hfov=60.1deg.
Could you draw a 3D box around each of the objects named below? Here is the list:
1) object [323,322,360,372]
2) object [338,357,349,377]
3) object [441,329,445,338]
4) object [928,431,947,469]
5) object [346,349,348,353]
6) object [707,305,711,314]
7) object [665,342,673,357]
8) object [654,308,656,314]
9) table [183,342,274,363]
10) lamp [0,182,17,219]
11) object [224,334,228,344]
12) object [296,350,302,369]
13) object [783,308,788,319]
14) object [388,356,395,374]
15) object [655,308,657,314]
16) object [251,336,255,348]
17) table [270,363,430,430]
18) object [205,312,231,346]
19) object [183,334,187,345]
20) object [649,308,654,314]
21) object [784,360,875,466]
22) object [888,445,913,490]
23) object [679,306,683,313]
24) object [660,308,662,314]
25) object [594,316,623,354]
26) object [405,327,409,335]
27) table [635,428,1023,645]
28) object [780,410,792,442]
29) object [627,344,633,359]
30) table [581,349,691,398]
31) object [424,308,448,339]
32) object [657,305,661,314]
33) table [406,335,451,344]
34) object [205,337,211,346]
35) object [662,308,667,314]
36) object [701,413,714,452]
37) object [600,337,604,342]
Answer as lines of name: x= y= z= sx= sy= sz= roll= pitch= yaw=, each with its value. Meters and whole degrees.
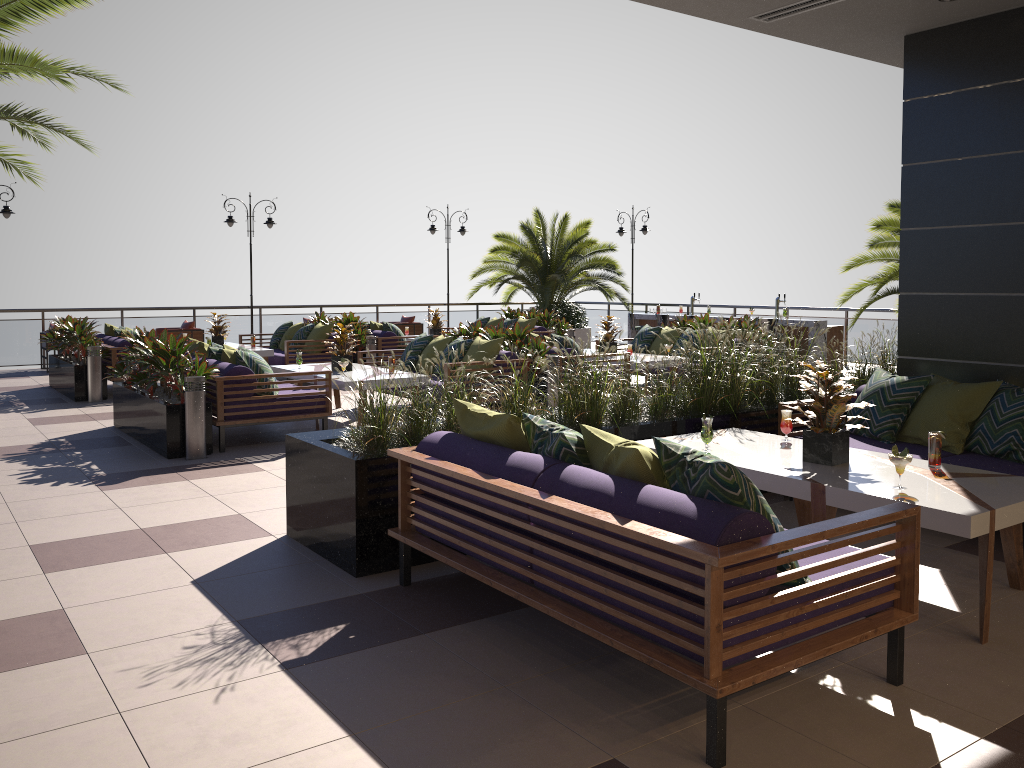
object: x=-1.825 y=-0.404 z=9.555 sx=0.425 sy=0.525 sz=0.432 roll=-1 pitch=5 yaw=-18
object: x=-1.698 y=-0.169 z=8.925 sx=0.106 sy=0.196 sz=0.106 roll=0 pitch=4 yaw=-2
object: x=-1.147 y=-0.818 z=14.752 sx=0.067 sy=0.189 sz=0.085 roll=0 pitch=3 yaw=-5
object: x=2.146 y=0.332 z=4.480 sx=0.067 sy=0.189 sz=0.085 roll=-1 pitch=4 yaw=-10
object: x=-1.908 y=-0.306 z=10.218 sx=0.069 sy=0.180 sz=0.069 roll=0 pitch=3 yaw=-2
object: x=3.625 y=-1.348 z=16.291 sx=0.069 sy=0.210 sz=0.069 roll=2 pitch=4 yaw=38
object: x=2.026 y=-0.451 z=11.442 sx=0.106 sy=0.196 sz=0.106 roll=0 pitch=4 yaw=-2
object: x=2.931 y=-1.446 z=18.077 sx=0.105 sy=0.208 sz=0.106 roll=2 pitch=4 yaw=30
table: x=-4.378 y=-0.277 z=13.245 sx=0.942 sy=0.551 sz=2.043 roll=-4 pitch=7 yaw=-35
lamp: x=-9.015 y=-1.868 z=15.043 sx=1.123 sy=3.317 sz=0.264 roll=-2 pitch=4 yaw=-35
object: x=-4.513 y=-0.729 z=13.924 sx=0.106 sy=0.196 sz=0.106 roll=0 pitch=4 yaw=-2
object: x=-2.361 y=-0.277 z=9.822 sx=0.069 sy=0.210 sz=0.069 roll=3 pitch=4 yaw=43
object: x=4.597 y=-1.187 z=14.907 sx=0.069 sy=0.197 sz=0.082 roll=0 pitch=3 yaw=1
object: x=-1.257 y=-0.202 z=9.244 sx=0.067 sy=0.189 sz=0.085 roll=0 pitch=3 yaw=-5
object: x=2.962 y=-1.431 z=17.942 sx=0.105 sy=0.208 sz=0.106 roll=2 pitch=4 yaw=30
object: x=-3.785 y=-0.615 z=12.940 sx=0.067 sy=0.189 sz=0.085 roll=0 pitch=3 yaw=-5
table: x=-1.804 y=0.131 z=9.597 sx=0.942 sy=0.551 sz=2.043 roll=-4 pitch=7 yaw=-35
object: x=-4.395 y=-0.811 z=13.189 sx=0.430 sy=0.525 sz=0.426 roll=0 pitch=4 yaw=-3
object: x=-5.004 y=-0.679 z=13.547 sx=0.069 sy=0.180 sz=0.069 roll=0 pitch=3 yaw=-2
object: x=2.841 y=-1.438 z=18.005 sx=0.105 sy=0.208 sz=0.106 roll=2 pitch=4 yaw=30
object: x=1.633 y=0.147 z=4.632 sx=0.425 sy=0.525 sz=0.431 roll=-2 pitch=5 yaw=-23
object: x=1.769 y=0.378 z=4.034 sx=0.106 sy=0.196 sz=0.106 roll=0 pitch=4 yaw=-7
object: x=3.221 y=-1.398 z=16.865 sx=0.069 sy=0.180 sz=0.069 roll=2 pitch=4 yaw=27
object: x=2.975 y=-1.417 z=17.819 sx=0.105 sy=0.208 sz=0.106 roll=2 pitch=4 yaw=30
object: x=1.277 y=-0.648 z=11.732 sx=0.430 sy=0.525 sz=0.426 roll=-2 pitch=5 yaw=-23
object: x=-1.866 y=-0.922 z=15.715 sx=0.069 sy=0.180 sz=0.069 roll=3 pitch=5 yaw=43
table: x=1.640 y=0.683 z=4.665 sx=0.942 sy=0.551 sz=2.043 roll=-4 pitch=7 yaw=-35
object: x=1.633 y=0.248 z=5.268 sx=0.069 sy=0.180 sz=0.069 roll=3 pitch=4 yaw=38
object: x=1.474 y=-0.402 z=11.074 sx=0.069 sy=0.180 sz=0.069 roll=3 pitch=5 yaw=43
table: x=1.306 y=-0.114 z=11.785 sx=0.942 sy=0.551 sz=2.043 roll=-4 pitch=7 yaw=-35
object: x=-1.333 y=-1.060 z=15.414 sx=0.425 sy=0.525 sz=0.432 roll=-1 pitch=4 yaw=-8
object: x=2.870 y=-1.457 z=17.355 sx=0.067 sy=0.189 sz=0.085 roll=-1 pitch=4 yaw=-10
table: x=-1.268 y=-0.522 z=15.433 sx=0.942 sy=0.551 sz=2.043 roll=-4 pitch=7 yaw=-35
object: x=-4.277 y=-0.568 z=12.481 sx=0.082 sy=0.197 sz=0.069 roll=0 pitch=3 yaw=6
object: x=3.071 y=-1.423 z=17.872 sx=0.105 sy=0.208 sz=0.106 roll=2 pitch=4 yaw=30
object: x=1.091 y=0.268 z=4.952 sx=0.069 sy=0.210 sz=0.069 roll=2 pitch=4 yaw=38
object: x=1.276 y=-0.572 z=12.524 sx=0.082 sy=0.197 sz=0.069 roll=0 pitch=3 yaw=6
